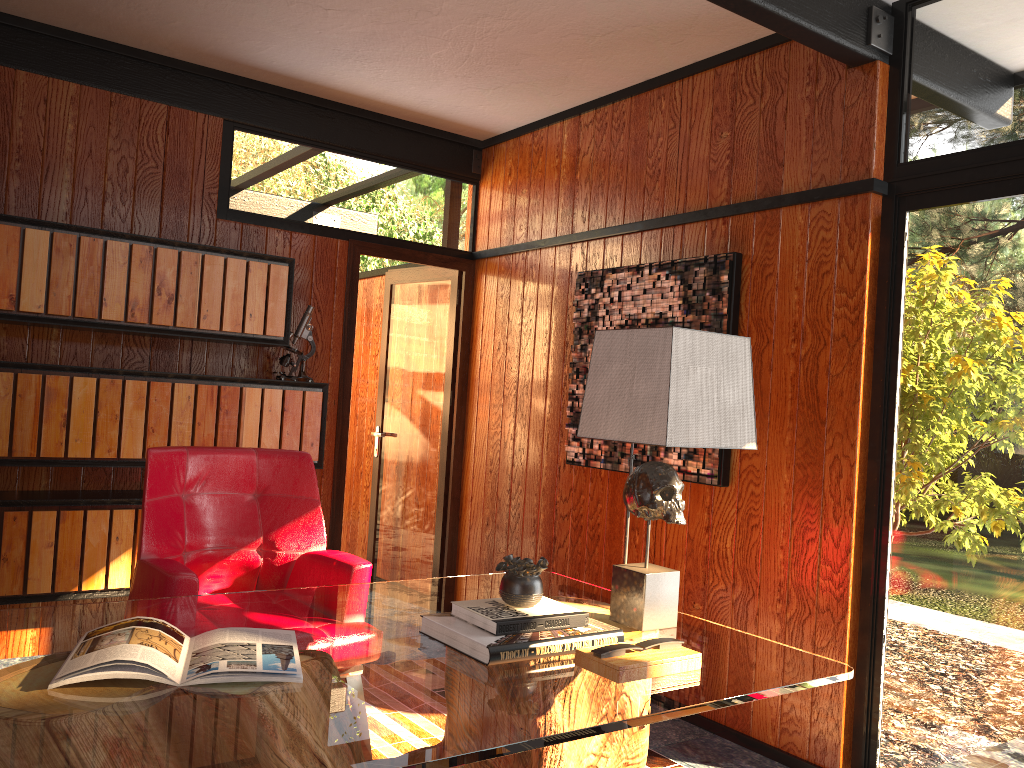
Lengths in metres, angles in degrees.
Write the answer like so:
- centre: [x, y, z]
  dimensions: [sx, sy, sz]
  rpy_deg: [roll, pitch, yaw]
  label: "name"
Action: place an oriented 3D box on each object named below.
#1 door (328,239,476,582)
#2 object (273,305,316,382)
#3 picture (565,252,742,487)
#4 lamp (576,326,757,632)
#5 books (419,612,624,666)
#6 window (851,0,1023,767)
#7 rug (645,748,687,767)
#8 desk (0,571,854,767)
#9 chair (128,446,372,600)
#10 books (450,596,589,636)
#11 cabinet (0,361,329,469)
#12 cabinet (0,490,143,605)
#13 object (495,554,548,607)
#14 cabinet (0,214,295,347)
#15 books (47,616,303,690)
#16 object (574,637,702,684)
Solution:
- centre: [-0.774, 0.274, 4.885]
  dimensions: [0.751, 1.955, 0.734]
  rpy_deg: [4, -1, -35]
  label: "door"
- centre: [-0.983, -0.189, 4.039]
  dimensions: [0.181, 0.354, 0.142]
  rpy_deg: [4, -1, 1]
  label: "object"
- centre: [0.541, -0.064, 3.649]
  dimensions: [0.061, 0.873, 0.916]
  rpy_deg: [4, -1, -35]
  label: "picture"
- centre: [0.378, 0.239, 2.215]
  dimensions: [0.316, 0.732, 0.316]
  rpy_deg: [4, -1, -35]
  label: "lamp"
- centre: [0.021, 0.559, 2.006]
  dimensions: [0.366, 0.040, 0.286]
  rpy_deg: [4, -1, -35]
  label: "books"
- centre: [1.870, 0.042, 2.034]
  dimensions: [0.085, 2.580, 2.260]
  rpy_deg: [4, -1, -35]
  label: "window"
- centre: [-0.505, 1.179, 2.364]
  dimensions: [2.439, 0.042, 2.410]
  rpy_deg: [4, -1, -35]
  label: "rug"
- centre: [-0.351, 0.869, 1.855]
  dimensions: [1.900, 0.632, 1.150]
  rpy_deg: [4, -1, -35]
  label: "desk"
- centre: [-0.855, 0.697, 2.774]
  dimensions: [0.621, 0.956, 0.839]
  rpy_deg: [4, -1, -36]
  label: "chair"
- centre: [0.016, 0.524, 2.023]
  dimensions: [0.249, 0.029, 0.198]
  rpy_deg: [4, -1, -33]
  label: "books"
- centre: [-1.597, 0.136, 3.660]
  dimensions: [1.653, 0.390, 0.321]
  rpy_deg: [4, -1, -35]
  label: "cabinet"
- centre: [-1.791, 0.637, 3.533]
  dimensions: [1.653, 0.390, 0.321]
  rpy_deg: [4, -1, -35]
  label: "cabinet"
- centre: [0.021, 0.454, 2.042]
  dimensions: [0.121, 0.114, 0.118]
  rpy_deg: [5, -2, -42]
  label: "object"
- centre: [-1.724, -0.416, 3.555]
  dimensions: [1.653, 0.390, 0.321]
  rpy_deg: [4, -1, -35]
  label: "cabinet"
- centre: [-0.624, 0.507, 1.703]
  dimensions: [0.422, 0.049, 0.300]
  rpy_deg: [4, -1, -16]
  label: "books"
- centre: [0.265, 0.567, 1.852]
  dimensions: [0.238, 0.049, 0.135]
  rpy_deg: [4, -1, -35]
  label: "object"
